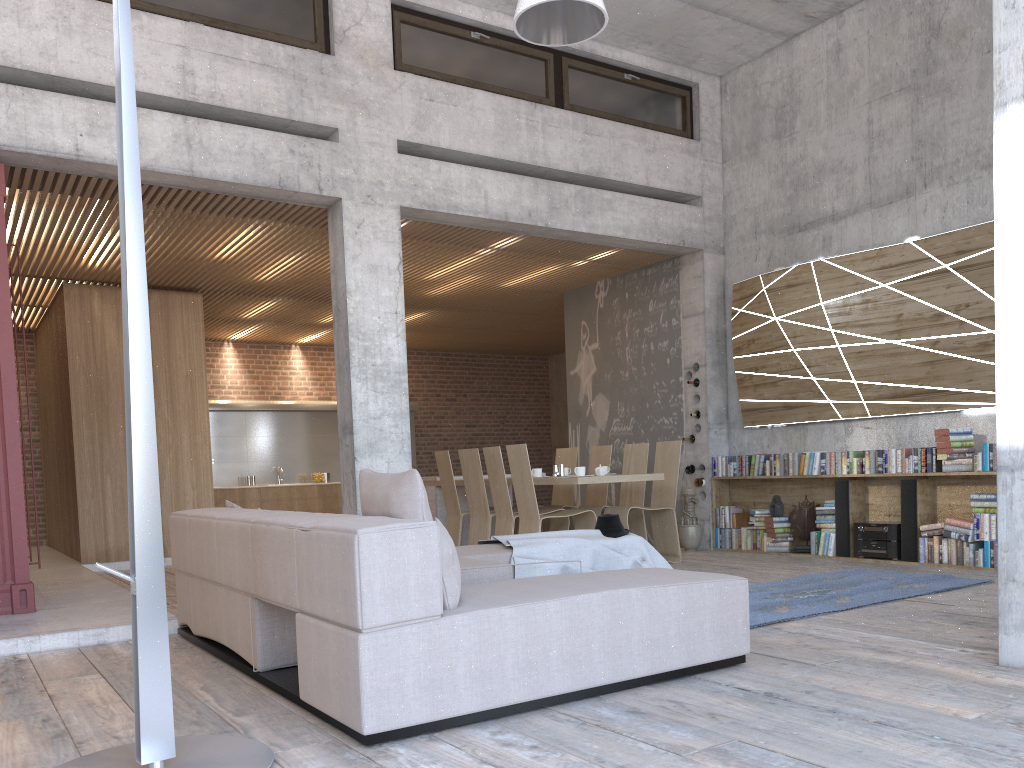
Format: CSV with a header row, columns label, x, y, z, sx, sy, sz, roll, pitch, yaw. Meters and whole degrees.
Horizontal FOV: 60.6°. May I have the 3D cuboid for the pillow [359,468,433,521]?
label,x,y,z,sx,sy,sz,roll,pitch,yaw
pillow,-0.474,0.630,3.732,0.220,0.558,0.565,-3,-1,-31

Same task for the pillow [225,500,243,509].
label,x,y,z,sx,sy,sz,roll,pitch,yaw
pillow,-1.726,0.922,5.600,0.187,0.367,0.363,-3,-1,-28

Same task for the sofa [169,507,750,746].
label,x,y,z,sx,sy,sz,roll,pitch,yaw
sofa,-0.084,1.064,5.110,3.004,0.786,3.012,1,-6,-33

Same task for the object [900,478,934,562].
label,x,y,z,sx,sy,sz,roll,pitch,yaw
object,3.583,1.219,7.753,0.272,0.762,0.152,-4,3,-33

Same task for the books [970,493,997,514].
label,x,y,z,sx,sy,sz,roll,pitch,yaw
books,3.910,0.978,7.163,0.189,0.161,0.240,-1,-3,-33

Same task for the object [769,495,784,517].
label,x,y,z,sx,sy,sz,roll,pitch,yaw
object,2.689,1.239,8.906,0.135,0.230,0.145,-3,1,-36

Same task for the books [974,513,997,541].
label,x,y,z,sx,sy,sz,roll,pitch,yaw
books,3.987,1.263,7.053,0.214,0.449,0.453,-3,-1,-33

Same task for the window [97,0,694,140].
label,x,y,z,sx,sy,sz,roll,pitch,yaw
window,-1.585,-2.965,7.160,8.418,0.611,0.113,1,0,-33

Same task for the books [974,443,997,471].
label,x,y,z,sx,sy,sz,roll,pitch,yaw
books,3.911,0.589,7.072,0.209,0.221,0.279,-2,-2,-35

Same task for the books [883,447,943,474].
label,x,y,z,sx,sy,sz,roll,pitch,yaw
books,3.525,0.672,7.689,0.214,0.220,0.492,-2,-4,-33

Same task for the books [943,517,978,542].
label,x,y,z,sx,sy,sz,roll,pitch,yaw
books,3.749,1.214,7.307,0.154,0.192,0.244,-2,-2,-33

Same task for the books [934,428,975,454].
label,x,y,z,sx,sy,sz,roll,pitch,yaw
books,3.698,0.478,7.330,0.245,0.211,0.189,-2,-1,-12

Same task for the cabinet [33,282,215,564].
label,x,y,z,sx,sy,sz,roll,pitch,yaw
cabinet,-5.238,0.647,11.661,1.512,3.134,3.769,-3,-1,-33

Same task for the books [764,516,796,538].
label,x,y,z,sx,sy,sz,roll,pitch,yaw
books,2.723,1.455,8.919,0.245,0.211,0.189,-2,-1,-12

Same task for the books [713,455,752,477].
label,x,y,z,sx,sy,sz,roll,pitch,yaw
books,2.400,0.883,9.421,0.214,0.220,0.492,-2,-4,-33

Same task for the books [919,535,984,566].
label,x,y,z,sx,sy,sz,roll,pitch,yaw
books,3.749,1.411,7.467,0.241,0.238,0.496,-1,-4,-33

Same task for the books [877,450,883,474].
label,x,y,z,sx,sy,sz,roll,pitch,yaw
books,3.383,0.704,7.942,0.189,0.221,0.055,-2,2,-33

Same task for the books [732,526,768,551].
label,x,y,z,sx,sy,sz,roll,pitch,yaw
books,2.576,1.633,9.278,0.241,0.238,0.496,-1,-4,-33

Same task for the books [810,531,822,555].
label,x,y,z,sx,sy,sz,roll,pitch,yaw
books,3.013,1.555,8.592,0.204,0.221,0.074,-2,1,-33

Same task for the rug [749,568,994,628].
label,x,y,z,sx,sy,sz,roll,pitch,yaw
rug,2.008,1.475,6.143,2.911,0.049,1.168,1,-7,-33

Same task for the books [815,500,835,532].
label,x,y,z,sx,sy,sz,roll,pitch,yaw
books,3.087,1.274,8.470,0.218,0.324,0.252,-2,0,-31

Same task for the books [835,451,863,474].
label,x,y,z,sx,sy,sz,roll,pitch,yaw
books,3.174,0.738,8.191,0.170,0.221,0.278,-2,-2,-32

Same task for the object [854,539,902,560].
label,x,y,z,sx,sy,sz,roll,pitch,yaw
object,3.402,1.508,8.028,0.292,0.164,0.442,0,-5,-33

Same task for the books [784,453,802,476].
label,x,y,z,sx,sy,sz,roll,pitch,yaw
books,2.828,0.796,8.722,0.189,0.221,0.156,-2,0,-33

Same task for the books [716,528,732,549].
label,x,y,z,sx,sy,sz,roll,pitch,yaw
books,2.343,1.681,9.585,0.204,0.221,0.274,-2,-2,-33

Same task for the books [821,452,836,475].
label,x,y,z,sx,sy,sz,roll,pitch,yaw
books,3.055,0.760,8.372,0.154,0.221,0.156,-2,0,-33

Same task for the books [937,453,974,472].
label,x,y,z,sx,sy,sz,roll,pitch,yaw
books,3.716,0.657,7.334,0.285,0.150,0.221,-3,-3,14

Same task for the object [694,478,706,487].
label,x,y,z,sx,sy,sz,roll,pitch,yaw
object,2.162,1.084,9.704,0.337,0.095,0.095,1,-3,-33

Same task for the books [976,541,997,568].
label,x,y,z,sx,sy,sz,roll,pitch,yaw
books,3.929,1.379,7.133,0.214,0.221,0.227,-2,-2,-33

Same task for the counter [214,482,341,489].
label,x,y,z,sx,sy,sz,roll,pitch,yaw
counter,-3.256,1.662,14.576,4.069,0.020,0.656,1,-7,-33

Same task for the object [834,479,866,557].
label,x,y,z,sx,sy,sz,roll,pitch,yaw
object,3.213,1.289,8.323,0.272,0.762,0.152,-4,3,-33

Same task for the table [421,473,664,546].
label,x,y,z,sx,sy,sz,roll,pitch,yaw
table,-0.410,1.509,10.023,1.009,0.922,5.212,-1,-5,-33

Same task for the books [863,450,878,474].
label,x,y,z,sx,sy,sz,roll,pitch,yaw
books,3.333,0.716,8.035,0.204,0.221,0.155,-2,0,-33

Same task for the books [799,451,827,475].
label,x,y,z,sx,sy,sz,roll,pitch,yaw
books,2.947,0.773,8.540,0.189,0.229,0.250,-2,-2,-33

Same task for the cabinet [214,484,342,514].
label,x,y,z,sx,sy,sz,roll,pitch,yaw
cabinet,-3.385,1.312,14.734,4.106,2.079,1.077,0,0,-33

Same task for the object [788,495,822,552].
label,x,y,z,sx,sy,sz,roll,pitch,yaw
object,2.941,1.388,8.752,0.344,0.571,0.195,-2,2,17

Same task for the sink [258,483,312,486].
label,x,y,z,sx,sy,sz,roll,pitch,yaw
sink,-3.684,1.725,14.261,0.728,0.192,0.525,1,-6,-33

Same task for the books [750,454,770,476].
label,x,y,z,sx,sy,sz,roll,pitch,yaw
books,2.605,0.844,9.130,0.189,0.229,0.200,-2,-1,-33

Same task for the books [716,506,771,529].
label,x,y,z,sx,sy,sz,roll,pitch,yaw
books,2.507,1.431,9.352,0.300,0.262,0.719,-1,-4,-28

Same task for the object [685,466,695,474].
label,x,y,z,sx,sy,sz,roll,pitch,yaw
object,2.100,0.962,9.865,0.334,0.090,0.090,1,-3,-33

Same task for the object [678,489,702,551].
label,x,y,z,sx,sy,sz,roll,pitch,yaw
object,1.953,1.495,9.639,0.249,0.685,0.269,-2,2,19

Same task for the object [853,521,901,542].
label,x,y,z,sx,sy,sz,roll,pitch,yaw
object,3.391,1.346,8.017,0.303,0.161,0.442,0,-5,-33

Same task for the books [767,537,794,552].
label,x,y,z,sx,sy,sz,roll,pitch,yaw
books,2.731,1.632,8.940,0.261,0.151,0.248,-3,-3,13

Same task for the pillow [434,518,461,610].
label,x,y,z,sx,sy,sz,roll,pitch,yaw
pillow,-0.282,0.729,3.509,0.151,0.377,0.369,-2,-1,0

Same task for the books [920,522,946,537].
label,x,y,z,sx,sy,sz,roll,pitch,yaw
books,3.669,1.250,7.540,0.191,0.140,0.235,-1,-4,-32

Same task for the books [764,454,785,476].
label,x,y,z,sx,sy,sz,roll,pitch,yaw
books,2.731,0.820,8.918,0.209,0.221,0.279,-2,-2,-35

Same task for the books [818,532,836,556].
label,x,y,z,sx,sy,sz,roll,pitch,yaw
books,3.085,1.538,8.453,0.189,0.229,0.200,-2,-1,-33
